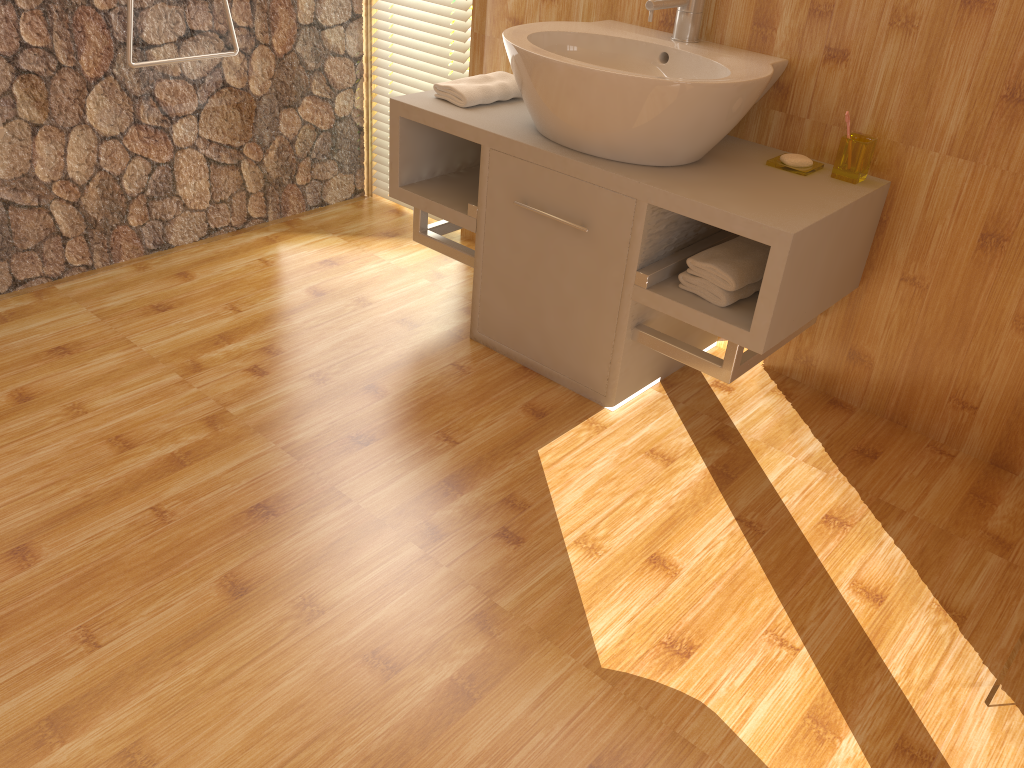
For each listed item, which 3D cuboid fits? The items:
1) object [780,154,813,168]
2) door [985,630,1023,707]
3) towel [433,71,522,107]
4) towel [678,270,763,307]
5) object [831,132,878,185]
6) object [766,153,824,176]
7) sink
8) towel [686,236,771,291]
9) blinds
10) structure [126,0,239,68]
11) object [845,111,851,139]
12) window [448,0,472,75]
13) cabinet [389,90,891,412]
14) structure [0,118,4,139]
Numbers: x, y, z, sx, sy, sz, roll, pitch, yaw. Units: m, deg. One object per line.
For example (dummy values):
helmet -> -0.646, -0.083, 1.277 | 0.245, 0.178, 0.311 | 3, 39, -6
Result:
object -> 0.656, -0.515, 2.045 | 0.075, 0.023, 0.050 | -3, 33, -14
door -> 1.340, -0.408, 0.998 | 0.983, 2.147, 0.077 | -1, 32, -10
towel -> -0.079, -0.780, 2.339 | 0.225, 0.048, 0.140 | -23, 42, -38
towel -> 0.495, -0.244, 1.999 | 0.225, 0.048, 0.140 | -23, 42, -38
object -> 0.764, -0.504, 1.982 | 0.060, 0.093, 0.060 | 28, 38, 32
object -> 0.654, -0.507, 2.048 | 0.100, 0.010, 0.100 | 28, 38, 32
sink -> 0.279, -0.766, 2.028 | 0.634, 0.409, 0.533 | 28, 38, 32
towel -> 0.510, -0.276, 1.981 | 0.225, 0.048, 0.140 | -23, 42, -38
blinds -> -0.250, -1.539, 2.556 | 0.420, 2.178, 0.042 | 28, 38, 32
structure -> -0.895, -1.049, 2.313 | 0.133, 0.387, 0.332 | 28, 38, 32
object -> 0.744, -0.537, 1.962 | 0.063, 0.132, 0.012 | -7, 34, -19
window -> 1.170, -0.872, 1.715 | 3.964, 2.164, 0.010 | 28, 38, 32
cabinet -> 0.244, -0.354, 2.292 | 1.136, 0.570, 0.517 | 28, 38, 32
structure -> -1.295, -0.640, 2.036 | 0.154, 0.151, 0.170 | 28, 38, 32
